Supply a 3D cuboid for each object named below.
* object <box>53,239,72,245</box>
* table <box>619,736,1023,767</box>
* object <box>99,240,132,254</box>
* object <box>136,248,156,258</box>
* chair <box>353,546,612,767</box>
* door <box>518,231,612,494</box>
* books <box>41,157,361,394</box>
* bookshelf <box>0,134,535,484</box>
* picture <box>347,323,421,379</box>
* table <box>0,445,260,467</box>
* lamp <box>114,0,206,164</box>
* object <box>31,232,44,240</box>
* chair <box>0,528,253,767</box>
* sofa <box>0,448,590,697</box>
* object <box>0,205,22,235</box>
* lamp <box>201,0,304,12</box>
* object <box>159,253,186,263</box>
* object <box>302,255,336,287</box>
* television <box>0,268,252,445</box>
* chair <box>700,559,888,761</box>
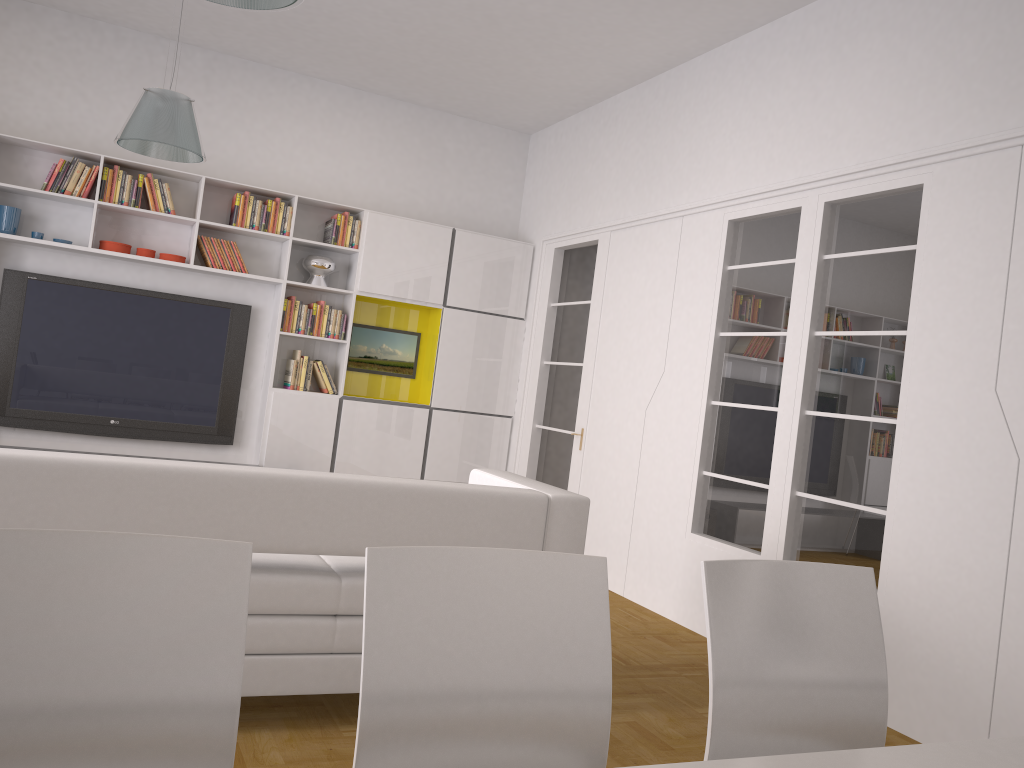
[{"bbox_3d":[-3.115,-0.979,6.143,0.123,0.032,0.124,8,-1,-40],"label":"object"},{"bbox_3d":[0.354,0.914,0.667,2.408,0.722,1.211,7,-1,-25],"label":"table"},{"bbox_3d":[-2.818,-0.962,6.295,0.211,0.073,0.210,7,-1,40],"label":"object"},{"bbox_3d":[-2.637,-0.931,6.381,0.128,0.073,0.129,8,-1,-29],"label":"object"},{"bbox_3d":[0.009,0.775,1.364,0.560,0.932,0.576,8,-1,-25],"label":"chair"},{"bbox_3d":[0.365,0.092,6.831,0.139,2.456,1.009,8,-2,-25],"label":"door"},{"bbox_3d":[-3.031,-0.860,6.191,3.858,1.456,0.235,7,-2,-25],"label":"books"},{"bbox_3d":[-2.442,-0.278,6.522,5.359,2.481,0.390,8,-2,-25],"label":"bookshelf"},{"bbox_3d":[-1.058,-0.269,7.283,0.608,0.388,0.007,8,-2,-25],"label":"picture"},{"bbox_3d":[-2.711,0.714,5.991,1.971,0.435,0.438,7,-1,-25],"label":"table"},{"bbox_3d":[-1.800,-1.863,4.760,0.464,1.250,0.465,8,-2,-26],"label":"lamp"},{"bbox_3d":[-3.253,-1.009,6.077,0.078,0.056,0.078,7,-1,0],"label":"object"},{"bbox_3d":[-0.583,0.698,1.084,0.560,0.932,0.576,8,-1,-25],"label":"chair"},{"bbox_3d":[-1.090,0.678,3.209,2.620,0.849,0.823,7,-1,-25],"label":"sofa"},{"bbox_3d":[-3.415,-1.099,5.999,0.147,0.192,0.147,8,-1,-36],"label":"object"},{"bbox_3d":[-0.724,-1.746,2.457,0.464,1.250,0.465,8,-2,-26],"label":"lamp"},{"bbox_3d":[-2.467,-0.906,6.440,0.182,0.054,0.183,8,-1,-29],"label":"object"},{"bbox_3d":[-1.509,-0.869,6.906,0.256,0.239,0.257,8,-1,-17],"label":"object"},{"bbox_3d":[-2.811,-0.156,6.425,1.658,1.088,0.082,8,-2,-25],"label":"television"},{"bbox_3d":[0.639,0.857,1.660,0.560,0.932,0.576,8,-1,-25],"label":"chair"}]
